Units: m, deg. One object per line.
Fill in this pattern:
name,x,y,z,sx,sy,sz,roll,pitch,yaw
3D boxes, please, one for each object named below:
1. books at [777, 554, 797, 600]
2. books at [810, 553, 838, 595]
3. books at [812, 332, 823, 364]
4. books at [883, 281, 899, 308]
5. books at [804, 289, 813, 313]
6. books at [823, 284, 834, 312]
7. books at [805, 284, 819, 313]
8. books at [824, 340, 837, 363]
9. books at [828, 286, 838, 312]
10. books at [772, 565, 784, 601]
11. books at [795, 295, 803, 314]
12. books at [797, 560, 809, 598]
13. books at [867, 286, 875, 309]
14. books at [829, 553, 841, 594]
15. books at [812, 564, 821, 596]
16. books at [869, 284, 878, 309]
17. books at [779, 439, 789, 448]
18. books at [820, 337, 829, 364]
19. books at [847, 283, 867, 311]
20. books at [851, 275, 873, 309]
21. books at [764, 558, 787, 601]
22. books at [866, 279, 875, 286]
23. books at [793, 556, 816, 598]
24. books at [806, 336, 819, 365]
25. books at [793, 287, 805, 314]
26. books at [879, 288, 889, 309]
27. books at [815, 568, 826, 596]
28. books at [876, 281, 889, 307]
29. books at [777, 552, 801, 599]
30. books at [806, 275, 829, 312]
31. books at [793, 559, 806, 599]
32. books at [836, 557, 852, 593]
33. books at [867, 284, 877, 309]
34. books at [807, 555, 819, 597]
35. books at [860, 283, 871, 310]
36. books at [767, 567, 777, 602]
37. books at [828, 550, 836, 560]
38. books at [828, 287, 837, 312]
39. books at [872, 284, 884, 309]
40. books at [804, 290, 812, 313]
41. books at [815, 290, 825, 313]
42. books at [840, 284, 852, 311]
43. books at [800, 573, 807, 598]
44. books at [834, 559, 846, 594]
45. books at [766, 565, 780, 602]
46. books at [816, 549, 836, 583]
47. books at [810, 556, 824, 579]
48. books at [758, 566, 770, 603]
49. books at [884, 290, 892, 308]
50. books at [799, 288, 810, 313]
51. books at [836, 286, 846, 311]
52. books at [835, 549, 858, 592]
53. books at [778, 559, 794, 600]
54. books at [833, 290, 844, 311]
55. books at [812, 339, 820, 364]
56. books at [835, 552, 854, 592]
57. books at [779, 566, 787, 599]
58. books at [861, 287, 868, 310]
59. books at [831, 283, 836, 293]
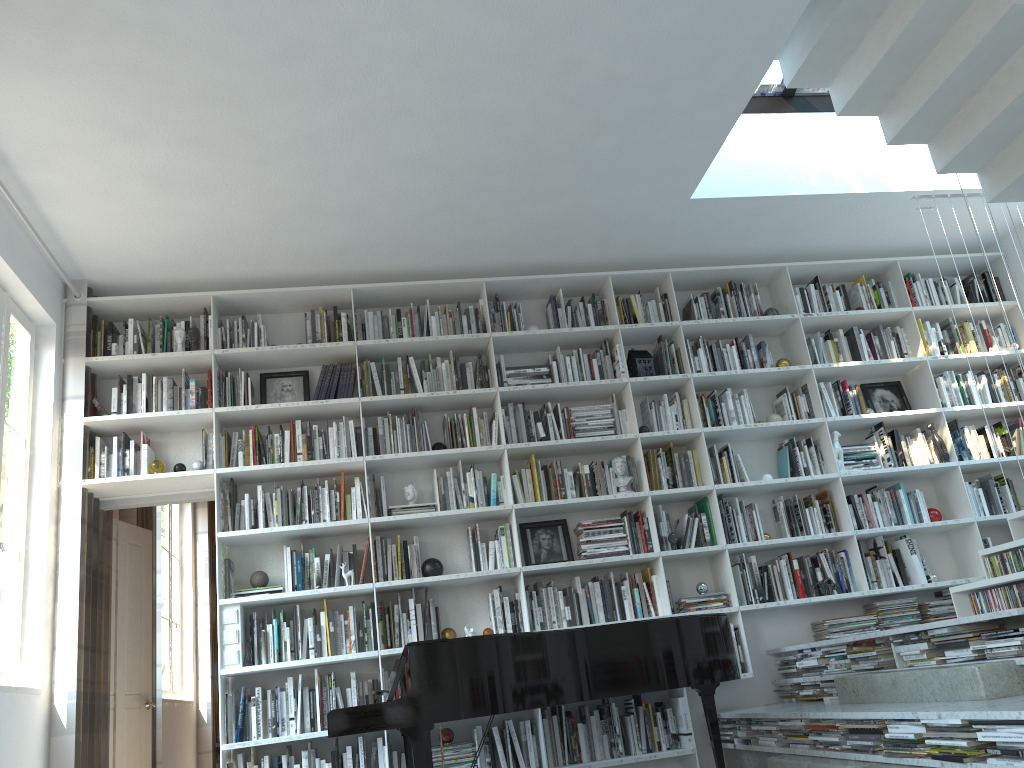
books,1.709,1.218,5.532,0.012,0.284,0.160,-4,-19,-10
books,1.945,1.205,5.556,0.070,0.265,0.186,-4,-19,-10
books,2.086,-0.197,6.094,0.051,0.281,0.167,-4,-19,-10
books,2.683,-0.580,6.317,0.026,0.262,0.163,-4,-19,-10
books,2.053,-0.521,6.220,0.027,0.248,0.140,-4,-19,-10
books,2.196,-0.545,6.226,0.014,0.261,0.169,-4,-19,-10
books,2.090,-0.543,6.215,0.048,0.277,0.150,-4,-19,-10
books,2.156,-0.171,6.080,0.025,0.207,0.176,-4,-19,-10
books,2.234,-0.541,6.241,0.021,0.253,0.152,-4,-19,-10
books,1.621,1.250,5.502,0.024,0.227,0.160,-4,-19,-10
books,1.963,-0.494,6.162,0.022,0.181,0.190,-4,-19,-10
books,1.793,1.233,5.542,0.021,0.241,0.131,-4,-19,-10
books,2.505,-0.552,6.271,0.007,0.225,0.171,-4,-19,-10
books,2.001,1.205,5.576,0.021,0.263,0.150,-4,-19,-10
books,1.868,1.240,5.542,0.022,0.210,0.136,-4,-19,-10
books,2.541,-0.562,6.304,0.017,0.256,0.147,-4,-19,-10
books,1.814,0.518,5.808,0.016,0.289,0.135,-4,-19,-10
books,2.125,-0.182,6.104,0.026,0.250,0.131,-4,-19,-10
books,2.436,-0.561,6.264,0.019,0.255,0.170,-4,-19,-10
books,2.491,-0.593,6.293,0.007,0.319,0.166,-4,-19,-10
books,1.637,1.229,5.509,0.014,0.267,0.172,-4,-19,-10
books,2.574,-0.584,6.316,0.020,0.298,0.131,-4,-19,-10
books,1.817,1.216,5.534,0.026,0.261,0.174,-4,-19,-10
books,2.044,-0.180,6.084,0.012,0.253,0.161,-4,-19,-10
books,1.980,-0.524,6.188,0.025,0.249,0.178,-4,-19,-10
books,2.605,-0.549,6.293,0.029,0.209,0.170,-4,-19,-10
books,1.894,1.250,5.536,0.025,0.180,0.169,-4,-19,-10
books,2.624,-0.577,6.325,0.025,0.278,0.136,-4,-19,-10
books,1.723,1.206,5.515,0.012,0.292,0.176,-4,-19,-10
books,2.149,-0.576,6.227,0.014,0.331,0.181,-4,-19,-10
books,1.747,1.229,5.514,0.031,0.243,0.185,-4,-19,-10
books,2.053,1.213,5.562,0.025,0.227,0.176,-4,-19,-10
books,2.520,-0.561,6.285,0.031,0.248,0.165,-4,-19,-10
books,1.842,1.217,5.545,0.026,0.262,0.170,-4,-19,-10
books,2.467,-0.559,6.277,0.016,0.251,0.189,-4,-19,-10
books,1.577,1.256,5.486,0.011,0.216,0.176,-4,-19,-10
books,2.027,1.200,5.596,0.012,0.281,0.144,-4,-19,-10
books,2.215,-0.534,6.226,0.022,0.235,0.172,-4,-19,-10
books,2.562,-0.560,6.284,0.018,0.234,0.187,-4,-19,-10
books,2.031,-0.517,6.197,0.024,0.230,0.169,-4,-19,-10
books,2.132,-0.523,6.217,0.030,0.230,0.148,-4,-19,-10
books,2.323,-0.550,6.255,0.030,0.256,0.165,-4,-19,-10
books,1.772,1.235,5.531,0.025,0.237,0.157,-4,-19,-10
books,2.022,1.221,5.561,0.013,0.219,0.169,-4,-19,-10
books,1.594,1.250,5.502,0.029,0.234,0.143,-4,-19,-10
books,1.982,1.193,5.577,0.013,0.292,0.135,-4,-19,-10
books,1.907,1.218,5.552,0.012,0.248,0.165,-4,-19,-10
books,1.538,1.252,5.481,0.065,0.230,0.162,-4,-19,-10
books,2.655,-0.546,6.324,0.031,0.210,0.132,-4,-19,-10
books,2.007,-0.523,6.186,0.026,0.241,0.185,-4,-19,-10
books,2.301,-0.542,6.262,0.012,0.253,0.161,-4,-19,-10
books,2.099,1.191,5.585,0.025,0.271,0.172,-4,-19,-10
books,1.671,1.230,5.502,0.025,0.251,0.182,-4,-19,-10
books,2.261,-0.523,6.224,0.024,0.201,0.190,-4,-19,-10
books,2.058,-0.173,6.081,0.013,0.236,0.142,-4,-19,-10
books,2.075,1.199,5.578,0.026,0.257,0.157,-4,-19,-10
books,1.652,1.252,5.509,0.012,0.220,0.153,-4,-19,-10
books,2.451,-0.544,6.264,0.008,0.220,0.183,-4,-19,-10
books,2.270,-0.551,6.264,0.012,0.278,0.153,-4,-19,-10
